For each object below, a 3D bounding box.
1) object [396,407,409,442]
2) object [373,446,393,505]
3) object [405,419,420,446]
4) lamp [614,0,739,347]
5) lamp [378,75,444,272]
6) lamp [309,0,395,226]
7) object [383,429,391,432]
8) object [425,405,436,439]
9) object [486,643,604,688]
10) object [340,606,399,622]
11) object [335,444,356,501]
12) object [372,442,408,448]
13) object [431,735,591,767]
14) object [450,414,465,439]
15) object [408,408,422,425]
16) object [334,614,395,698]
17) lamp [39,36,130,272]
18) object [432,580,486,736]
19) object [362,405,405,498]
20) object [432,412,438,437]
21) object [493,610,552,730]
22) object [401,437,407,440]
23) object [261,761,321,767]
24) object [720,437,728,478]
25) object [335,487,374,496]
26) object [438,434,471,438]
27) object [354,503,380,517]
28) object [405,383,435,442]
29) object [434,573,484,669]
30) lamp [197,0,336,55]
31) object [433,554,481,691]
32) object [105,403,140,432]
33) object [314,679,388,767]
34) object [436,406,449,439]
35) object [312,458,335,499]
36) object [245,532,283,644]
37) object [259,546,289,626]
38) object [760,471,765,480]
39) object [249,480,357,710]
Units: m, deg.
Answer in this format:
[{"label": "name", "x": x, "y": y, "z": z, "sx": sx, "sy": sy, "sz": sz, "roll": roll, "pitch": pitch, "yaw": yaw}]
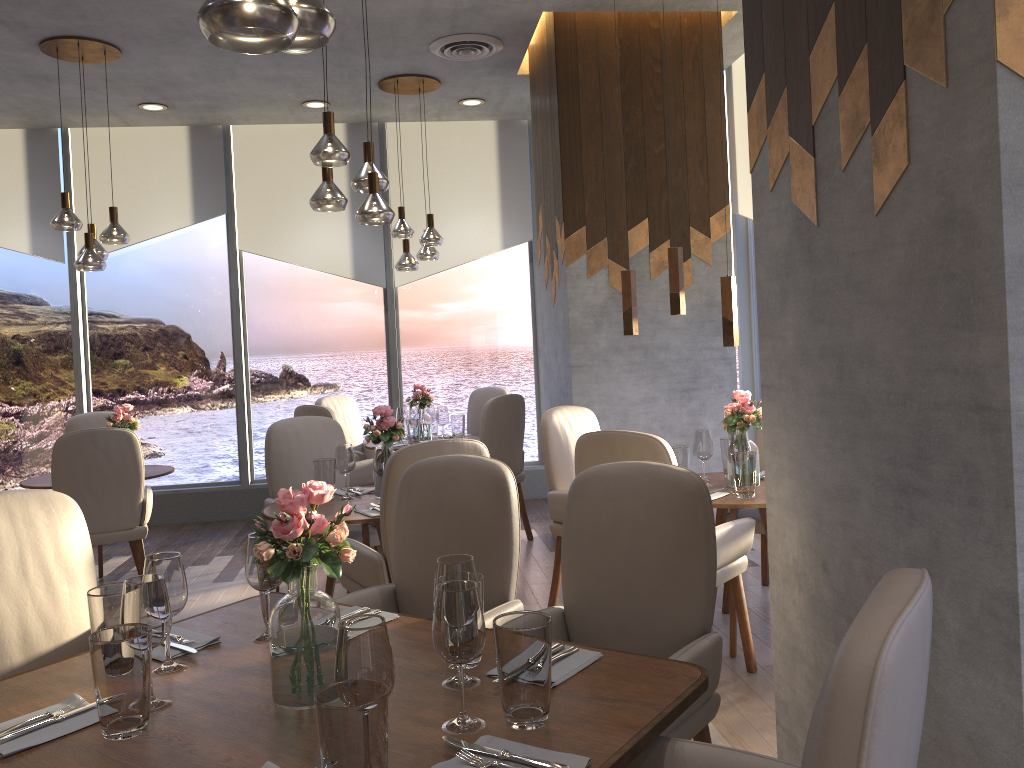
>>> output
[{"label": "object", "x": -0.783, "y": 0.290, "z": 6.351, "sx": 0.092, "sy": 0.244, "sz": 0.092, "roll": -3, "pitch": 1, "yaw": -26}, {"label": "object", "x": -0.549, "y": 0.392, "z": 3.811, "sx": 0.092, "sy": 0.244, "sz": 0.092, "roll": -2, "pitch": 1, "yaw": 39}, {"label": "object", "x": -0.673, "y": 0.331, "z": 6.040, "sx": 0.102, "sy": 0.178, "sz": 0.102, "roll": -4, "pitch": 1, "yaw": -35}, {"label": "lamp", "x": 0.892, "y": -1.125, "z": 3.789, "sx": 1.160, "sy": 1.930, "sz": 0.118, "roll": -2, "pitch": 1, "yaw": 38}, {"label": "lamp", "x": -0.693, "y": -1.460, "z": 6.279, "sx": 0.440, "sy": 1.326, "sz": 0.439, "roll": -4, "pitch": 1, "yaw": -40}, {"label": "lamp", "x": -0.731, "y": -1.351, "z": 3.876, "sx": 0.439, "sy": 1.326, "sz": 0.439, "roll": -3, "pitch": 1, "yaw": 0}, {"label": "object", "x": -0.890, "y": 0.327, "z": 6.365, "sx": 0.102, "sy": 0.178, "sz": 0.102, "roll": -3, "pitch": 1, "yaw": 10}, {"label": "object", "x": -0.597, "y": 0.276, "z": 6.452, "sx": 0.092, "sy": 0.244, "sz": 0.092, "roll": -3, "pitch": 1, "yaw": -5}, {"label": "object", "x": 0.057, "y": 0.562, "z": 1.779, "sx": 0.157, "sy": 0.019, "sz": 0.255, "roll": -1, "pitch": 3, "yaw": 35}, {"label": "object", "x": -0.408, "y": 0.570, "z": 2.114, "sx": 0.157, "sy": 0.019, "sz": 0.255, "roll": -1, "pitch": 3, "yaw": 35}, {"label": "object", "x": -0.747, "y": 0.394, "z": 3.976, "sx": 0.092, "sy": 0.244, "sz": 0.092, "roll": -3, "pitch": 1, "yaw": -13}, {"label": "object", "x": -0.824, "y": 0.416, "z": 6.102, "sx": 0.157, "sy": 0.019, "sz": 0.255, "roll": -1, "pitch": 3, "yaw": 39}, {"label": "object", "x": -0.019, "y": 0.584, "z": 1.373, "sx": 0.255, "sy": 0.019, "sz": 0.157, "roll": -1, "pitch": 3, "yaw": 33}, {"label": "object", "x": -0.378, "y": 0.308, "z": 6.239, "sx": 0.102, "sy": 0.178, "sz": 0.102, "roll": -2, "pitch": 1, "yaw": 19}, {"label": "object", "x": -0.671, "y": 0.293, "z": 6.149, "sx": 0.092, "sy": 0.244, "sz": 0.092, "roll": -3, "pitch": 1, "yaw": -26}, {"label": "object", "x": -0.222, "y": 0.482, "z": 1.350, "sx": 0.092, "sy": 0.244, "sz": 0.092, "roll": -3, "pitch": 1, "yaw": -11}, {"label": "lamp", "x": -2.529, "y": -1.326, "z": 5.275, "sx": 0.439, "sy": 1.326, "sz": 0.439, "roll": -3, "pitch": 1, "yaw": -5}, {"label": "object", "x": -0.089, "y": 0.468, "z": 1.525, "sx": 0.092, "sy": 0.244, "sz": 0.092, "roll": -3, "pitch": 1, "yaw": 13}, {"label": "object", "x": -0.571, "y": 0.299, "z": 3.994, "sx": 0.198, "sy": 0.415, "sz": 0.210, "roll": -2, "pitch": 1, "yaw": 41}, {"label": "object", "x": -0.594, "y": 0.304, "z": 6.562, "sx": 0.102, "sy": 0.178, "sz": 0.102, "roll": -3, "pitch": 1, "yaw": 4}, {"label": "object", "x": 0.022, "y": 0.495, "z": 1.532, "sx": 0.102, "sy": 0.178, "sz": 0.102, "roll": -2, "pitch": 1, "yaw": 29}, {"label": "object", "x": -0.811, "y": 0.397, "z": 6.515, "sx": 0.255, "sy": 0.019, "sz": 0.157, "roll": 0, "pitch": 4, "yaw": 44}, {"label": "object", "x": -0.374, "y": 0.605, "z": 1.297, "sx": 0.157, "sy": 0.019, "sz": 0.255, "roll": -1, "pitch": 3, "yaw": 37}, {"label": "object", "x": 1.010, "y": 0.338, "z": 4.066, "sx": 0.102, "sy": 0.178, "sz": 0.102, "roll": -2, "pitch": 1, "yaw": 32}, {"label": "object", "x": -0.737, "y": 0.499, "z": 4.143, "sx": 0.157, "sy": 0.019, "sz": 0.255, "roll": -4, "pitch": 3, "yaw": -33}, {"label": "object", "x": -0.434, "y": 0.379, "z": 6.505, "sx": 0.157, "sy": 0.019, "sz": 0.255, "roll": -1, "pitch": 3, "yaw": 38}, {"label": "object", "x": -0.551, "y": 0.512, "z": 3.646, "sx": 0.157, "sy": 0.019, "sz": 0.255, "roll": -4, "pitch": 3, "yaw": -31}, {"label": "object", "x": -0.641, "y": 0.200, "z": 6.306, "sx": 0.210, "sy": 0.415, "sz": 0.198, "roll": -2, "pitch": 1, "yaw": 30}, {"label": "object", "x": -0.105, "y": 0.488, "z": 1.829, "sx": 0.102, "sy": 0.178, "sz": 0.102, "roll": -2, "pitch": 2, "yaw": 42}, {"label": "lamp", "x": -0.476, "y": -1.265, "z": 1.665, "sx": 0.439, "sy": 1.326, "sz": 0.439, "roll": -3, "pitch": 1, "yaw": -22}, {"label": "object", "x": -0.104, "y": 0.460, "z": 1.720, "sx": 0.092, "sy": 0.244, "sz": 0.092, "roll": -3, "pitch": 1, "yaw": -29}, {"label": "object", "x": -2.332, "y": 0.325, "z": 5.327, "sx": 0.210, "sy": 0.415, "sz": 0.198, "roll": -4, "pitch": 1, "yaw": -34}, {"label": "object", "x": -0.220, "y": 0.520, "z": 1.241, "sx": 0.102, "sy": 0.178, "sz": 0.102, "roll": -3, "pitch": 1, "yaw": -27}, {"label": "object", "x": -0.488, "y": 0.280, "z": 6.250, "sx": 0.092, "sy": 0.244, "sz": 0.092, "roll": -2, "pitch": 1, "yaw": 23}, {"label": "object", "x": -0.848, "y": 0.430, "z": 4.015, "sx": 0.102, "sy": 0.178, "sz": 0.102, "roll": -3, "pitch": 1, "yaw": -27}, {"label": "object", "x": -0.569, "y": 0.468, "z": 2.055, "sx": 0.092, "sy": 0.244, "sz": 0.092, "roll": -3, "pitch": 1, "yaw": -7}, {"label": "object", "x": -0.570, "y": 0.496, "z": 2.164, "sx": 0.102, "sy": 0.178, "sz": 0.102, "roll": -2, "pitch": 2, "yaw": 42}, {"label": "object", "x": 1.172, "y": 0.412, "z": 4.016, "sx": 0.157, "sy": 0.019, "sz": 0.255, "roll": -1, "pitch": 3, "yaw": 36}, {"label": "object", "x": -0.390, "y": 0.393, "z": 1.688, "sx": 0.210, "sy": 0.415, "sz": 0.198, "roll": -3, "pitch": 1, "yaw": -29}]
